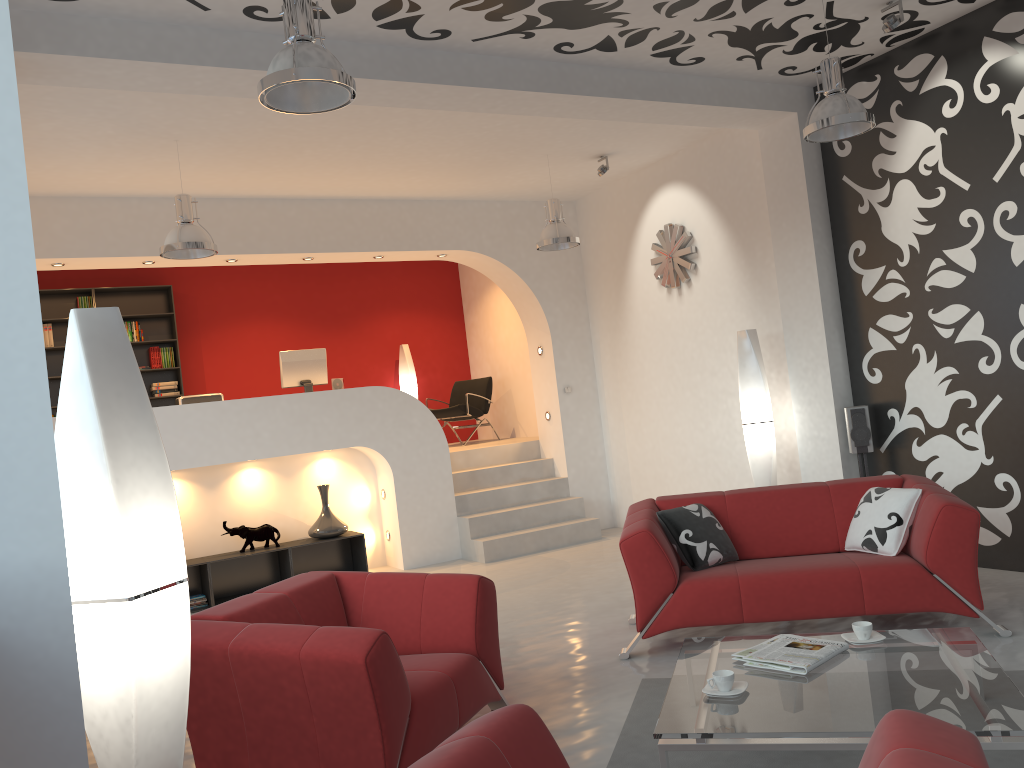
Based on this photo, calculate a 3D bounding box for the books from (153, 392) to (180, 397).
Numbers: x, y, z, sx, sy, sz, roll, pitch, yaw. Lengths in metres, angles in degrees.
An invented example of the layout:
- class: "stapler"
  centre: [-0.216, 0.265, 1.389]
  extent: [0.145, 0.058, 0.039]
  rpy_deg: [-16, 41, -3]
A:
- class: "books"
  centre: [-3.930, 0.126, 10.090]
  extent: [0.260, 0.040, 0.200]
  rpy_deg: [-6, -2, -27]

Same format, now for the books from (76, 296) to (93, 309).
- class: "books"
  centre: [-4.710, -0.830, 9.778]
  extent: [0.146, 0.240, 0.170]
  rpy_deg: [-6, -2, -29]

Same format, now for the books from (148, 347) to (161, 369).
- class: "books"
  centre: [-4.062, -0.285, 10.082]
  extent: [0.090, 0.256, 0.181]
  rpy_deg: [-6, -2, -29]

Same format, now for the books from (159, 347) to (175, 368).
- class: "books"
  centre: [-3.956, -0.288, 10.139]
  extent: [0.146, 0.240, 0.170]
  rpy_deg: [-6, -2, -29]

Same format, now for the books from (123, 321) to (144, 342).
- class: "books"
  centre: [-4.331, -0.591, 9.937]
  extent: [0.341, 0.286, 0.231]
  rpy_deg: [-6, -2, -29]

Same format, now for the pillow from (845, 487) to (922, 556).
- class: "pillow"
  centre: [2.029, 0.747, 4.857]
  extent: [0.288, 0.343, 0.402]
  rpy_deg: [-6, -1, -21]

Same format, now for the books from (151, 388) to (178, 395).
- class: "books"
  centre: [-3.949, 0.088, 10.079]
  extent: [0.260, 0.040, 0.200]
  rpy_deg: [-6, -2, -29]

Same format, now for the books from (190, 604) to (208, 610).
- class: "books"
  centre: [-2.712, 1.900, 7.575]
  extent: [0.190, 0.015, 0.135]
  rpy_deg: [-6, -2, -34]

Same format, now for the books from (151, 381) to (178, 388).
- class: "books"
  centre: [-3.949, 0.007, 10.075]
  extent: [0.260, 0.040, 0.200]
  rpy_deg: [-6, -2, -29]

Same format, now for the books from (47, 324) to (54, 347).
- class: "books"
  centre: [-4.989, -0.509, 9.586]
  extent: [0.040, 0.260, 0.200]
  rpy_deg: [-6, -2, -29]

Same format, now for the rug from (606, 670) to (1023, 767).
- class: "rug"
  centre: [1.204, 1.352, 3.261]
  extent: [1.700, 0.025, 1.700]
  rpy_deg: [-7, -1, 16]

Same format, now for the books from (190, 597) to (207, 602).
- class: "books"
  centre: [-2.717, 1.840, 7.569]
  extent: [0.190, 0.015, 0.135]
  rpy_deg: [-6, -2, -29]

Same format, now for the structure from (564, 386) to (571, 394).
- class: "structure"
  centre: [0.583, 0.062, 9.268]
  extent: [0.080, 0.080, 0.016]
  rpy_deg: [-6, -2, -29]

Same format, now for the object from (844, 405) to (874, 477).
- class: "object"
  centre: [2.525, 0.714, 6.332]
  extent: [0.214, 1.112, 0.229]
  rpy_deg: [-7, -1, 16]

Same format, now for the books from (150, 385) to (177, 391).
- class: "books"
  centre: [-3.957, 0.049, 10.077]
  extent: [0.260, 0.040, 0.200]
  rpy_deg: [-6, -2, -29]

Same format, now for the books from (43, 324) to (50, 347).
- class: "books"
  centre: [-5.024, -0.505, 9.566]
  extent: [0.040, 0.260, 0.200]
  rpy_deg: [-6, -2, -29]

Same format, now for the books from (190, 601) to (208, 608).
- class: "books"
  centre: [-2.709, 1.884, 7.578]
  extent: [0.190, 0.015, 0.135]
  rpy_deg: [-6, -2, -29]

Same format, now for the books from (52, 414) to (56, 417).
- class: "books"
  centre: [-5.029, 0.436, 9.468]
  extent: [0.341, 0.286, 0.231]
  rpy_deg: [-6, -2, -29]

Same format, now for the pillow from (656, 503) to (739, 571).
- class: "pillow"
  centre: [1.059, 0.867, 5.057]
  extent: [0.402, 0.343, 0.288]
  rpy_deg: [-6, -2, -36]

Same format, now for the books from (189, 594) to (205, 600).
- class: "books"
  centre: [-2.731, 1.826, 7.571]
  extent: [0.190, 0.015, 0.135]
  rpy_deg: [-6, -2, -34]

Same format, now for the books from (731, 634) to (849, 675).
- class: "books"
  centre: [1.103, 1.061, 3.501]
  extent: [0.367, 0.035, 0.345]
  rpy_deg: [-6, -2, -39]

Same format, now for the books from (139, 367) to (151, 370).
- class: "books"
  centre: [-4.188, -0.166, 10.012]
  extent: [0.190, 0.015, 0.135]
  rpy_deg: [-6, -2, -29]

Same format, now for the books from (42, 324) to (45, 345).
- class: "books"
  centre: [-5.059, -0.501, 9.547]
  extent: [0.040, 0.260, 0.200]
  rpy_deg: [-6, -2, -29]

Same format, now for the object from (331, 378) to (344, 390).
- class: "object"
  centre: [-1.742, 0.019, 8.825]
  extent: [0.151, 0.147, 0.133]
  rpy_deg: [-8, -2, 45]

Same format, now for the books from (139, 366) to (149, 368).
- class: "books"
  centre: [-4.199, -0.180, 10.008]
  extent: [0.190, 0.015, 0.135]
  rpy_deg: [-6, -1, -24]

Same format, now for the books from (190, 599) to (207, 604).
- class: "books"
  centre: [-2.715, 1.855, 7.577]
  extent: [0.190, 0.015, 0.135]
  rpy_deg: [-6, -2, -29]

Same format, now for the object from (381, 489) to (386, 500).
- class: "object"
  centre: [-1.244, 1.066, 8.560]
  extent: [0.011, 0.105, 0.105]
  rpy_deg: [-6, -2, -29]

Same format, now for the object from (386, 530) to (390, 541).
- class: "object"
  centre: [-1.197, 1.463, 8.550]
  extent: [0.011, 0.105, 0.105]
  rpy_deg: [-6, -2, -29]

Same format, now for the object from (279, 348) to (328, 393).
- class: "object"
  centre: [-2.023, -0.106, 8.627]
  extent: [0.458, 0.452, 0.230]
  rpy_deg: [-6, -2, -29]

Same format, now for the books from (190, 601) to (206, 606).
- class: "books"
  centre: [-2.719, 1.870, 7.574]
  extent: [0.190, 0.015, 0.135]
  rpy_deg: [-6, -1, -24]

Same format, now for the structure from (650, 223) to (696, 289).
- class: "structure"
  centre: [1.464, -1.173, 8.133]
  extent: [0.090, 0.596, 0.596]
  rpy_deg: [-6, -2, -29]
